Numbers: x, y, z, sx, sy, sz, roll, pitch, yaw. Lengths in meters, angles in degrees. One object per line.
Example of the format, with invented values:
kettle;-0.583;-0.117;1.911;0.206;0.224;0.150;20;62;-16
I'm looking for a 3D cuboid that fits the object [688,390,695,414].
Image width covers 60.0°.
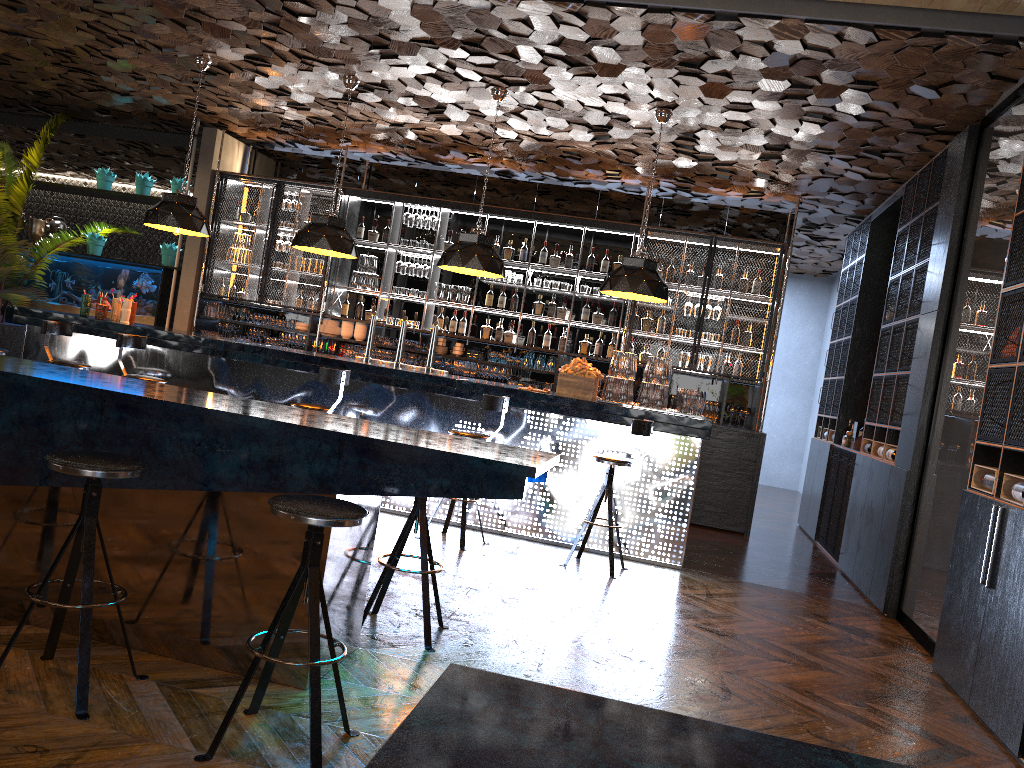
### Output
object;1.429;0.151;7.042;0.105;0.209;0.105;10;2;35

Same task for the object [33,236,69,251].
object;-5.871;-1.777;11.298;0.320;0.135;0.250;9;1;10

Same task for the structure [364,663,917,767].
structure;0.991;1.009;0.482;2.476;0.998;0.673;9;1;10

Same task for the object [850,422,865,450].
object;3.398;0.508;8.654;0.116;0.264;0.144;9;1;10

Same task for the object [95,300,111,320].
object;-3.619;-0.666;7.853;0.110;0.191;0.131;10;1;22

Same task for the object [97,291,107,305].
object;-3.712;-0.712;8.019;0.078;0.246;0.084;9;1;9

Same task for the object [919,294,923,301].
object;3.298;-0.624;6.874;0.266;0.239;0.265;9;1;-11

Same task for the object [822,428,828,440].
object;3.575;0.574;9.925;0.123;0.132;0.396;9;1;10

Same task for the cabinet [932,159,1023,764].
cabinet;2.577;-0.062;2.842;0.691;3.514;4.416;9;1;10

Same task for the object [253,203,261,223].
object;-3.105;-2.073;10.816;0.075;0.261;0.075;8;1;-31

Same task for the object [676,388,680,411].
object;1.419;0.142;7.389;0.105;0.209;0.105;9;1;-15

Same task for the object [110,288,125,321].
object;-3.609;-0.723;8.084;0.116;0.298;0.105;10;2;41

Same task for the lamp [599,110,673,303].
lamp;1.149;-1.506;7.464;0.582;1.564;0.607;9;1;10

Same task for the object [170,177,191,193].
object;-4.086;-2.389;10.910;0.265;0.325;0.245;9;1;4

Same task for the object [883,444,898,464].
object;3.007;0.550;6.904;0.123;0.132;0.396;9;1;11

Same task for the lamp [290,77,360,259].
lamp;-1.562;-1.954;7.957;0.582;1.564;0.607;9;1;10

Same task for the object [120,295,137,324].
object;-3.392;-0.665;7.825;0.081;0.264;0.099;10;1;31

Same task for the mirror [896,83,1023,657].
mirror;2.897;-0.091;5.637;0.026;3.551;1.194;9;1;10

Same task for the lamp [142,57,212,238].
lamp;-2.942;-2.152;8.081;0.582;1.606;0.607;9;1;10

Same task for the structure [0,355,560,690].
structure;-2.330;0.398;3.945;4.941;0.998;0.673;9;1;10

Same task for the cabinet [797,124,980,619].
cabinet;3.582;-0.024;8.368;0.691;3.514;4.416;9;1;10

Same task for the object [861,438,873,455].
object;3.163;0.558;7.748;0.122;0.133;0.396;9;1;10

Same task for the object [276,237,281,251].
object;-2.834;-1.731;10.827;0.081;0.213;0.081;9;1;16

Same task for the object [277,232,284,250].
object;-2.776;-1.718;10.670;0.081;0.213;0.081;9;1;16

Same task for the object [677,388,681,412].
object;1.389;0.142;7.172;0.105;0.209;0.105;10;2;35

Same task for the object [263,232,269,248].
object;-2.953;-1.747;10.702;0.081;0.213;0.081;9;1;16

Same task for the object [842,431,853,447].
object;3.376;0.555;8.880;0.106;0.164;0.106;9;1;0

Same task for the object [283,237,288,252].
object;-2.750;-1.717;10.811;0.081;0.213;0.081;9;1;16

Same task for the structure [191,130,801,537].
structure;-0.472;-0.734;10.136;6.750;3.553;1.143;9;1;10

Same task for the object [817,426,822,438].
object;3.658;0.576;10.346;0.122;0.132;0.396;9;1;12

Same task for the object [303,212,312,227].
object;-2.450;-1.949;10.694;0.108;0.244;0.108;9;1;-1

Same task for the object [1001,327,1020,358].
object;2.774;-0.210;4.840;0.138;0.222;0.278;9;1;10

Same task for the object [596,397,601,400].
object;0.611;0.103;7.631;0.273;0.019;0.437;9;1;10

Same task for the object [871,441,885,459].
object;3.085;0.554;7.329;0.122;0.132;0.396;9;1;10

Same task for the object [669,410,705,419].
object;1.388;0.241;7.054;0.273;0.019;0.437;9;1;10

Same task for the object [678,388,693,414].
object;1.351;0.141;6.946;0.105;0.209;0.105;9;1;-15

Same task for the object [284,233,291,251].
object;-2.688;-1.704;10.654;0.081;0.213;0.081;9;1;16

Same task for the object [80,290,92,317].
object;-3.792;-0.717;7.887;0.086;0.237;0.084;10;1;29

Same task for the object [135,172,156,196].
object;-4.555;-2.466;10.999;0.255;0.325;0.244;10;2;37

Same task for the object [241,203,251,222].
object;-3.241;-2.085;10.826;0.108;0.244;0.108;9;1;-1

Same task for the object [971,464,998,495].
object;2.637;0.528;4.839;0.122;0.132;0.396;9;1;13

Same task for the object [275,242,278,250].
object;-2.860;-1.732;10.685;0.081;0.213;0.081;9;1;16

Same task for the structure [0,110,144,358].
structure;-6.283;-1.672;10.150;1.873;3.561;4.073;9;1;12

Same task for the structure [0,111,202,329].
structure;-5.960;-1.732;11.325;4.269;3.734;0.705;9;1;10

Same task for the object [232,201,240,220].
object;-3.384;-2.119;10.892;0.075;0.260;0.075;8;1;-31

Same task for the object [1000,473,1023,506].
object;2.561;0.533;4.413;0.122;0.132;0.396;9;1;15

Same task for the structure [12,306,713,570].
structure;-1.352;0.123;7.773;6.009;1.685;1.214;9;1;10

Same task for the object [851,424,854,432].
object;3.483;0.526;9.095;0.065;0.237;0.065;9;1;-21

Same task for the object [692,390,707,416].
object;1.454;0.158;6.915;0.105;0.209;0.105;9;1;-15

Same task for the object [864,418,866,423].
object;3.532;0.496;8.903;0.086;0.313;0.086;8;2;-36

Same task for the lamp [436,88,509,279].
lamp;-0.228;-1.731;7.593;0.582;1.564;0.607;9;1;10

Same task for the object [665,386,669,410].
object;1.213;0.111;7.182;0.105;0.209;0.105;10;2;35

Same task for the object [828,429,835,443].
object;3.493;0.570;9.507;0.122;0.132;0.396;9;1;10

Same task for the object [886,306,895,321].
object;3.440;-0.606;7.723;0.192;0.221;0.403;9;1;-20

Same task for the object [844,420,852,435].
object;3.507;0.509;9.247;0.080;0.279;0.080;8;1;-31

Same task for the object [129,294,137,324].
object;-3.420;-0.680;7.960;0.080;0.277;0.091;10;2;43

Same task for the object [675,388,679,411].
object;1.457;0.143;7.615;0.105;0.209;0.105;10;2;35
